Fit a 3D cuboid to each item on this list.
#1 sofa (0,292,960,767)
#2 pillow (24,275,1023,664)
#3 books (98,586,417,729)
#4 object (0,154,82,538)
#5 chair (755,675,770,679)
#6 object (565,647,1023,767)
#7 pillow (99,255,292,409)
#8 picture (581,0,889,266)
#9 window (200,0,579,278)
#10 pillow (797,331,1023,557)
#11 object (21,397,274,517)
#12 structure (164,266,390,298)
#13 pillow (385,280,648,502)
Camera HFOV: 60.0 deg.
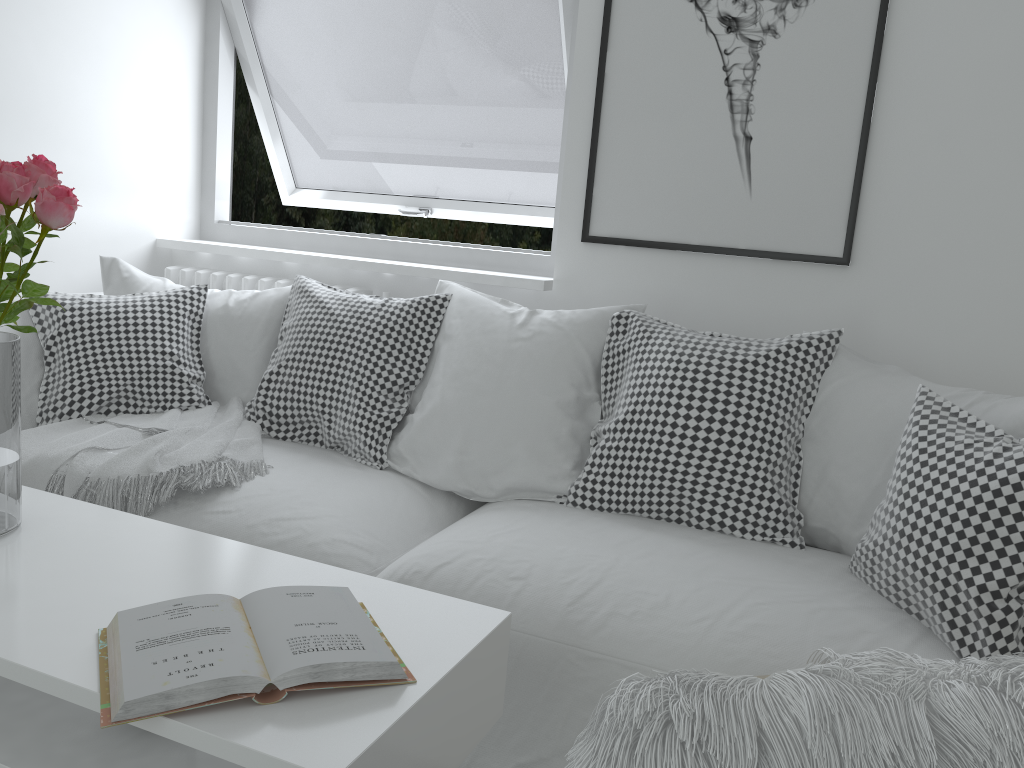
[{"bbox_3d":[-0.123,0.309,2.088,2.647,0.768,0.917,9,11,21],"label":"sofa"},{"bbox_3d":[-0.085,0.045,2.080,2.488,0.513,0.676,9,11,23],"label":"pillow"},{"bbox_3d":[-0.315,0.314,1.081,0.342,0.040,0.231,0,11,-26],"label":"books"},{"bbox_3d":[-0.847,-0.060,1.324,0.350,0.599,0.327,14,13,41],"label":"object"},{"bbox_3d":[0.390,0.538,0.520,0.776,0.941,0.719,4,10,-3],"label":"chair"},{"bbox_3d":[0.393,0.433,0.505,0.954,0.789,0.784,5,10,2],"label":"object"},{"bbox_3d":[-0.888,-0.103,2.577,0.617,0.491,0.321,4,10,-4],"label":"pillow"},{"bbox_3d":[0.576,-0.879,2.302,0.720,1.072,0.015,9,11,21],"label":"picture"},{"bbox_3d":[-1.898,-1.614,5.563,12.055,8.137,4.514,9,11,21],"label":"window"},{"bbox_3d":[0.825,0.177,1.853,0.333,0.498,0.623,-2,12,-34],"label":"pillow"},{"bbox_3d":[-0.805,0.209,2.240,0.670,0.291,0.831,9,10,20],"label":"object"},{"bbox_3d":[-0.404,0.034,2.790,1.655,0.660,0.206,9,11,21],"label":"structure"},{"bbox_3d":[-0.026,0.026,2.205,0.599,0.505,0.391,9,11,22],"label":"pillow"}]
